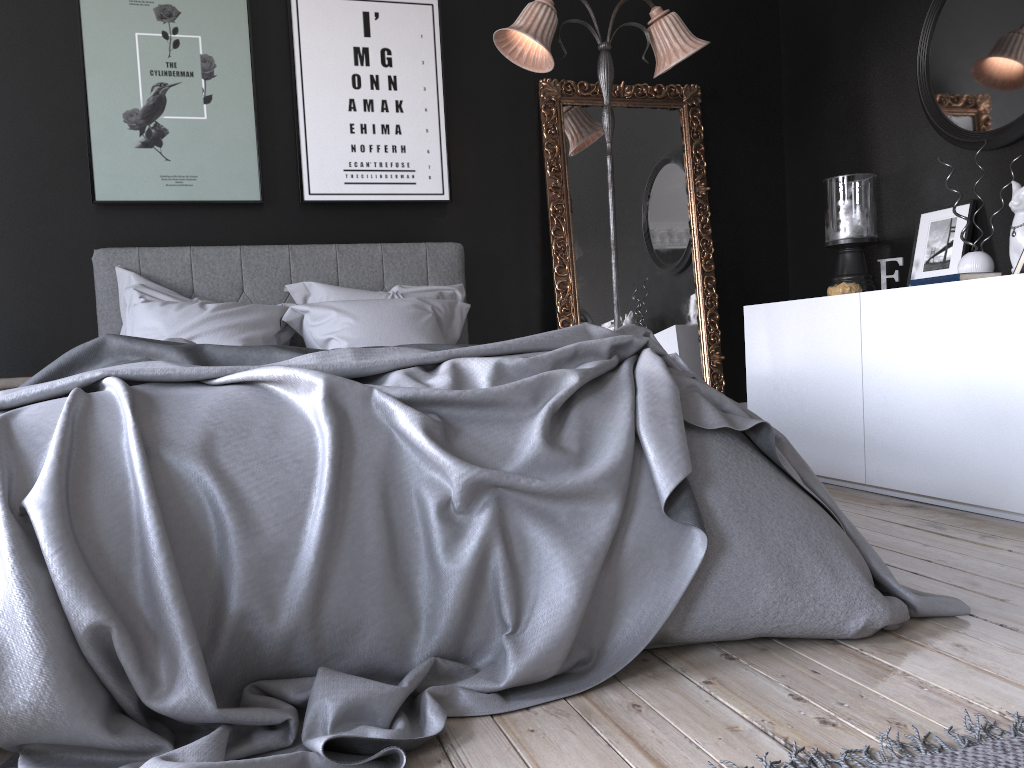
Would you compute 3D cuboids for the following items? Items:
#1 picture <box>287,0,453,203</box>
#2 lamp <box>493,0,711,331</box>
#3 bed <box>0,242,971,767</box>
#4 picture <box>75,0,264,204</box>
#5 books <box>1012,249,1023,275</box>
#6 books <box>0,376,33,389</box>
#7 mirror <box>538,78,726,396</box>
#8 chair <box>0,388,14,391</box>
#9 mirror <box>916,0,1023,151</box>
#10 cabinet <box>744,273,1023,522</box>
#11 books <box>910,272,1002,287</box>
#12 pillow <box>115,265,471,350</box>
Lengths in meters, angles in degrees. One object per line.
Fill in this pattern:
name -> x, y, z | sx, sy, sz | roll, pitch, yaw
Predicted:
picture -> -0.724, -1.480, 4.584 | 0.791, 1.080, 0.014 | -4, 3, -17
lamp -> 0.500, -0.691, 4.353 | 0.986, 2.414, 0.771 | -2, 3, 16
bed -> -0.730, -0.011, 3.014 | 2.763, 1.299, 3.282 | -4, 3, -29
picture -> -1.649, -1.419, 4.300 | 0.791, 1.080, 0.014 | -4, 3, -17
books -> 2.047, -0.531, 3.377 | 0.203, 0.246, 0.158 | -4, 3, -17
books -> -2.192, 0.002, 3.645 | 0.346, 0.045, 0.275 | -3, 2, 13
mirror -> 0.704, -0.610, 4.977 | 0.991, 2.194, 0.254 | -4, 3, -17
chair -> -2.184, 0.360, 3.663 | 0.613, 0.673, 0.612 | -2, 3, 27
mirror -> 2.087, -1.490, 3.836 | 0.061, 0.925, 0.923 | -4, 3, -17
cabinet -> 1.885, 0.031, 3.693 | 0.570, 0.883, 2.395 | -4, 2, -17
books -> 1.738, -0.410, 3.479 | 0.193, 0.030, 0.289 | -4, 2, -11
pillow -> -1.014, -0.222, 4.081 | 1.829, 0.760, 0.679 | -4, 3, -17
